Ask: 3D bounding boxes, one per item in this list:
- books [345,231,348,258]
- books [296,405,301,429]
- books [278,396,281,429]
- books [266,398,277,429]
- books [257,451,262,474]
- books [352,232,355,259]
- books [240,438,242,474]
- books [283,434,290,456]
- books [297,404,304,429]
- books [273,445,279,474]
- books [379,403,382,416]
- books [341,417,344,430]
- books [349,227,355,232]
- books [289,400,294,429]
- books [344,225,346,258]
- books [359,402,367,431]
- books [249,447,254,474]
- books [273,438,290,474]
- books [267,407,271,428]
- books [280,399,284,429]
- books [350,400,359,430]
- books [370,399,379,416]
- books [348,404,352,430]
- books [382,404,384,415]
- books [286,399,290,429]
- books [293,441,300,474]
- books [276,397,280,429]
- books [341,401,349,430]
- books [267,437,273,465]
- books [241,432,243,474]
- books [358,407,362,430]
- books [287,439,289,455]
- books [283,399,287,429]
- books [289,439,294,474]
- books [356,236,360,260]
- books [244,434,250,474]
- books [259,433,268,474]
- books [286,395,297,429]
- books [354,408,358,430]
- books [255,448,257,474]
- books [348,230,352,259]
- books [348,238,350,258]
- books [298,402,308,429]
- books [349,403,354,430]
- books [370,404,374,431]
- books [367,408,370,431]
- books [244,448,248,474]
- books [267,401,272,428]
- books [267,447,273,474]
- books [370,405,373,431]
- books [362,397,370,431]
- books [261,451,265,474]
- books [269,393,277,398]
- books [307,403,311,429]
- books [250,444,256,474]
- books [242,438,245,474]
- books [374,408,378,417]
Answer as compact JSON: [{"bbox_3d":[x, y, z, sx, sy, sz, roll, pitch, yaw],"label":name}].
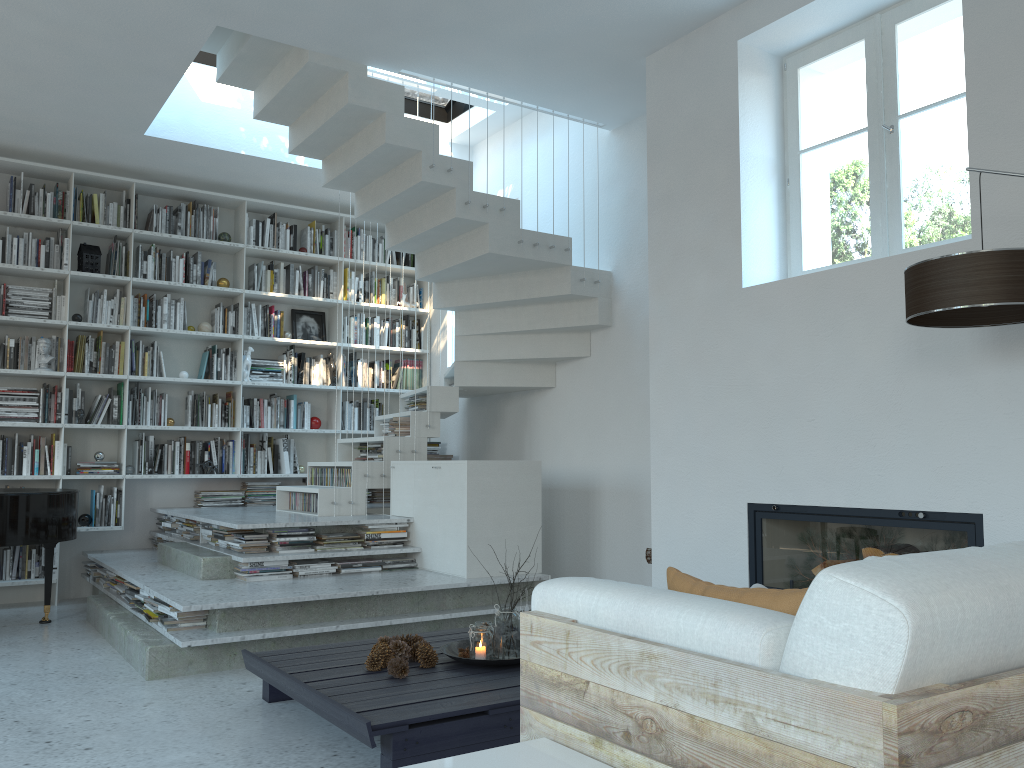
[{"bbox_3d":[-1.485,-1.195,7.796,0.022,0.275,0.160,3,-5,-33],"label":"books"},{"bbox_3d":[-1.820,0.286,7.449,0.030,0.200,0.189,3,-6,-33],"label":"books"},{"bbox_3d":[-1.956,0.243,7.373,0.011,0.271,0.152,3,-5,-33],"label":"books"},{"bbox_3d":[-1.989,0.247,7.321,0.028,0.255,0.191,3,-6,-33],"label":"books"},{"bbox_3d":[-2.089,0.642,7.262,0.030,0.187,0.140,3,-6,-33],"label":"books"},{"bbox_3d":[-1.430,-1.190,7.812,0.012,0.269,0.184,3,-6,-33],"label":"books"},{"bbox_3d":[-2.221,0.585,7.180,0.012,0.286,0.158,3,-5,-33],"label":"books"},{"bbox_3d":[-1.890,0.586,7.408,0.012,0.325,0.136,3,-5,-33],"label":"books"},{"bbox_3d":[-1.801,0.279,7.481,0.037,0.218,0.139,3,-6,-33],"label":"books"},{"bbox_3d":[-1.976,0.623,7.331,0.031,0.239,0.171,3,-6,-33],"label":"books"},{"bbox_3d":[-1.197,0.298,7.884,0.012,0.254,0.161,3,-6,-33],"label":"books"},{"bbox_3d":[-1.517,0.268,7.668,0.085,0.278,0.159,3,-6,-33],"label":"books"},{"bbox_3d":[-1.415,-1.218,7.855,0.014,0.331,0.143,3,-5,-33],"label":"books"},{"bbox_3d":[-1.868,0.260,7.411,0.023,0.243,0.190,3,-6,-33],"label":"books"},{"bbox_3d":[-1.500,-1.216,7.772,0.011,0.313,0.172,3,-5,-33],"label":"books"},{"bbox_3d":[-1.321,0.290,7.765,0.027,0.248,0.184,3,-6,-33],"label":"books"},{"bbox_3d":[-2.143,0.626,7.226,0.023,0.214,0.163,3,-6,-33],"label":"books"},{"bbox_3d":[-1.909,0.596,7.327,0.075,0.291,0.255,3,-6,-33],"label":"books"},{"bbox_3d":[-2.029,0.282,7.307,0.027,0.181,0.186,3,-6,-33],"label":"books"},{"bbox_3d":[-1.942,0.257,7.385,0.026,0.246,0.166,3,-6,-33],"label":"books"},{"bbox_3d":[-1.382,0.281,7.766,0.024,0.267,0.133,3,-5,-33],"label":"books"},{"bbox_3d":[-1.219,0.281,7.857,0.011,0.284,0.161,3,-5,-33],"label":"books"},{"bbox_3d":[-1.442,0.291,7.707,0.037,0.235,0.153,3,-6,-33],"label":"books"},{"bbox_3d":[-1.184,0.306,7.887,0.013,0.239,0.166,3,-6,-33],"label":"books"},{"bbox_3d":[-1.897,0.256,7.422,0.012,0.254,0.161,3,-6,-33],"label":"books"},{"bbox_3d":[-1.832,0.614,7.430,0.062,0.274,0.148,3,-5,-33],"label":"books"},{"bbox_3d":[-1.964,0.245,7.343,0.012,0.262,0.186,3,-6,-33],"label":"books"},{"bbox_3d":[-1.463,0.281,7.685,0.024,0.252,0.175,3,-6,-33],"label":"books"},{"bbox_3d":[-2.003,0.591,7.337,0.010,0.304,0.131,3,-5,-33],"label":"books"},{"bbox_3d":[-2.208,0.560,7.185,0.014,0.337,0.132,3,-5,-33],"label":"books"},{"bbox_3d":[-1.358,0.311,7.771,0.025,0.208,0.149,3,-6,-33],"label":"books"},{"bbox_3d":[-1.897,0.606,7.395,0.012,0.285,0.159,3,-5,-33],"label":"books"},{"bbox_3d":[-1.915,0.255,7.379,0.014,0.249,0.177,3,-6,-33],"label":"books"},{"bbox_3d":[-1.862,0.605,7.399,0.025,0.287,0.160,3,-5,-33],"label":"books"},{"bbox_3d":[-1.392,-1.174,7.849,0.023,0.243,0.182,3,-6,-33],"label":"books"},{"bbox_3d":[-2.164,0.569,7.229,0.013,0.326,0.130,3,-5,-33],"label":"books"},{"bbox_3d":[-2.044,0.571,7.285,0.014,0.333,0.169,3,-5,-33],"label":"books"},{"bbox_3d":[-1.850,0.239,7.429,0.026,0.290,0.181,3,-6,-33],"label":"books"},{"bbox_3d":[-1.394,0.311,7.733,0.029,0.201,0.172,3,-6,-33],"label":"books"},{"bbox_3d":[-2.111,0.630,7.247,0.025,0.210,0.137,3,-6,-33],"label":"books"},{"bbox_3d":[-1.448,-1.198,7.817,0.013,0.286,0.150,3,-5,-33],"label":"books"},{"bbox_3d":[-1.472,-1.167,7.816,0.025,0.223,0.137,3,-6,-33],"label":"books"},{"bbox_3d":[-1.770,0.272,7.491,0.025,0.235,0.181,3,-6,-33],"label":"books"},{"bbox_3d":[-1.418,0.290,7.725,0.022,0.242,0.151,3,-6,-33],"label":"books"},{"bbox_3d":[-1.263,0.301,7.849,0.027,0.242,0.132,3,-5,-33],"label":"books"},{"bbox_3d":[-1.303,0.318,7.809,0.027,0.200,0.164,3,-6,-33],"label":"books"},{"bbox_3d":[-2.184,0.625,7.213,0.033,0.213,0.140,3,-6,-33],"label":"books"},{"bbox_3d":[-2.018,0.260,7.328,0.012,0.229,0.179,3,-6,-33],"label":"books"},{"bbox_3d":[-2.017,0.631,7.299,0.052,0.217,0.184,3,-6,-33],"label":"books"},{"bbox_3d":[-1.271,0.305,7.824,0.014,0.230,0.172,3,-6,-33],"label":"books"},{"bbox_3d":[-1.286,0.271,7.824,0.013,0.296,0.141,3,-5,-33],"label":"books"},{"bbox_3d":[-2.062,0.644,7.272,0.024,0.185,0.149,3,-6,-33],"label":"books"},{"bbox_3d":[-1.984,0.227,7.352,0.013,0.299,0.147,3,-5,-33],"label":"books"},{"bbox_3d":[-1.749,0.279,7.506,0.027,0.223,0.170,3,-6,-33],"label":"books"},{"bbox_3d":[-2.122,0.611,7.228,0.015,0.243,0.156,3,-6,-33],"label":"books"},{"bbox_3d":[-2.197,0.586,7.193,0.015,0.286,0.138,3,-5,-33],"label":"books"},{"bbox_3d":[-1.228,0.319,7.838,0.021,0.205,0.174,3,-6,-33],"label":"books"}]
